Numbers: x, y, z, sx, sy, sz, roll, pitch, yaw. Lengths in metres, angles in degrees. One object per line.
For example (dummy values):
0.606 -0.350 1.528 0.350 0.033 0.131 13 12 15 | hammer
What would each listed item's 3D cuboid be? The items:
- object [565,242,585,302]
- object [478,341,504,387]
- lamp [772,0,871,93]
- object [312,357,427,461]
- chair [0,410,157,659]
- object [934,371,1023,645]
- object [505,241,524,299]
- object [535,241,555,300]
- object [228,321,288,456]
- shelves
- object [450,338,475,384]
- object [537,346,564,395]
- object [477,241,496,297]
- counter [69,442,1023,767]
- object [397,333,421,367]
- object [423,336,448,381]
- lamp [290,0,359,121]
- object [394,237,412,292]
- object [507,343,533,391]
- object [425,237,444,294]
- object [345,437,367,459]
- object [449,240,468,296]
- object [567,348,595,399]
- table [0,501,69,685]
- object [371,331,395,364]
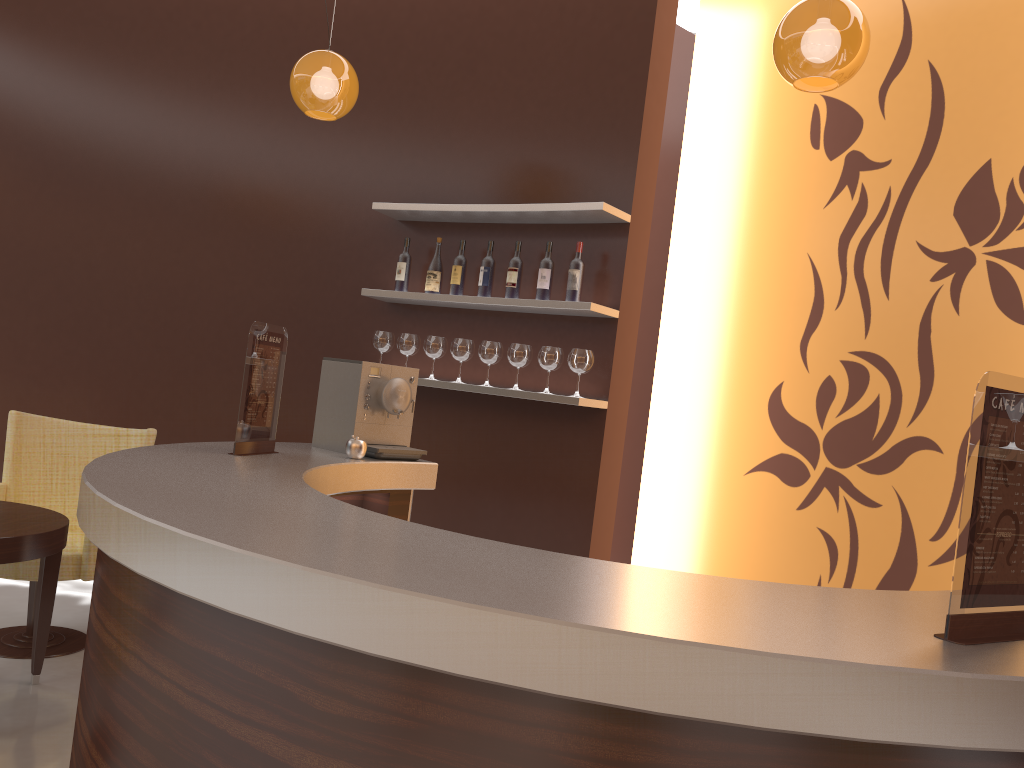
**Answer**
0.297 -0.510 4.102 0.073 0.297 0.073 7 -1 8 | object
-0.112 -0.095 4.326 0.125 0.221 0.125 7 -1 23 | object
1.074 -1.710 2.874 0.299 1.500 0.299 7 -1 16 | lamp
-0.509 0.094 3.323 0.373 0.340 0.270 6 -1 43 | object
-2.117 0.670 4.089 0.729 1.017 0.685 7 -1 5 | chair
0.786 0.195 1.408 0.258 0.414 0.052 8 -1 -33 | object
0.016 -0.543 4.289 0.073 0.297 0.073 7 -1 8 | object
0.162 -0.526 4.195 0.073 0.297 0.073 7 -1 -5 | object
-0.793 0.015 2.819 0.052 0.414 0.258 7 -1 12 | object
1.031 -0.277 3.129 0.586 0.902 4.744 8 -1 -45 | shelves
-0.253 -0.112 4.406 0.125 0.221 0.125 7 -1 23 | object
0.173 -0.062 4.147 0.125 0.221 0.125 7 -1 23 | object
-0.120 -0.559 4.375 0.073 0.297 0.073 7 -1 8 | object
-0.165 0.848 2.099 2.917 1.100 1.586 6 -1 43 | counter
-0.539 -0.146 4.561 0.125 0.221 0.125 7 -1 23 | object
-0.394 -0.129 4.486 0.125 0.221 0.125 7 -1 23 | object
-0.749 -1.925 3.913 0.299 1.500 0.299 7 -1 -24 | lamp
-0.558 -0.611 4.594 0.073 0.297 0.073 7 -1 8 | object
0.030 -0.079 4.237 0.125 0.221 0.125 7 -1 23 | object
-0.387 -0.595 4.529 0.086 0.303 0.086 7 -1 -23 | object
-0.538 0.220 3.066 0.075 0.077 0.075 8 -1 -33 | object
-0.263 -0.575 4.458 0.073 0.297 0.073 8 -1 -33 | object
0.307 -0.046 4.044 0.125 0.221 0.125 7 -1 23 | object
-2.172 0.824 3.291 0.874 0.679 0.872 6 -1 45 | table
-0.681 -0.163 4.629 0.125 0.221 0.125 7 -1 23 | object
